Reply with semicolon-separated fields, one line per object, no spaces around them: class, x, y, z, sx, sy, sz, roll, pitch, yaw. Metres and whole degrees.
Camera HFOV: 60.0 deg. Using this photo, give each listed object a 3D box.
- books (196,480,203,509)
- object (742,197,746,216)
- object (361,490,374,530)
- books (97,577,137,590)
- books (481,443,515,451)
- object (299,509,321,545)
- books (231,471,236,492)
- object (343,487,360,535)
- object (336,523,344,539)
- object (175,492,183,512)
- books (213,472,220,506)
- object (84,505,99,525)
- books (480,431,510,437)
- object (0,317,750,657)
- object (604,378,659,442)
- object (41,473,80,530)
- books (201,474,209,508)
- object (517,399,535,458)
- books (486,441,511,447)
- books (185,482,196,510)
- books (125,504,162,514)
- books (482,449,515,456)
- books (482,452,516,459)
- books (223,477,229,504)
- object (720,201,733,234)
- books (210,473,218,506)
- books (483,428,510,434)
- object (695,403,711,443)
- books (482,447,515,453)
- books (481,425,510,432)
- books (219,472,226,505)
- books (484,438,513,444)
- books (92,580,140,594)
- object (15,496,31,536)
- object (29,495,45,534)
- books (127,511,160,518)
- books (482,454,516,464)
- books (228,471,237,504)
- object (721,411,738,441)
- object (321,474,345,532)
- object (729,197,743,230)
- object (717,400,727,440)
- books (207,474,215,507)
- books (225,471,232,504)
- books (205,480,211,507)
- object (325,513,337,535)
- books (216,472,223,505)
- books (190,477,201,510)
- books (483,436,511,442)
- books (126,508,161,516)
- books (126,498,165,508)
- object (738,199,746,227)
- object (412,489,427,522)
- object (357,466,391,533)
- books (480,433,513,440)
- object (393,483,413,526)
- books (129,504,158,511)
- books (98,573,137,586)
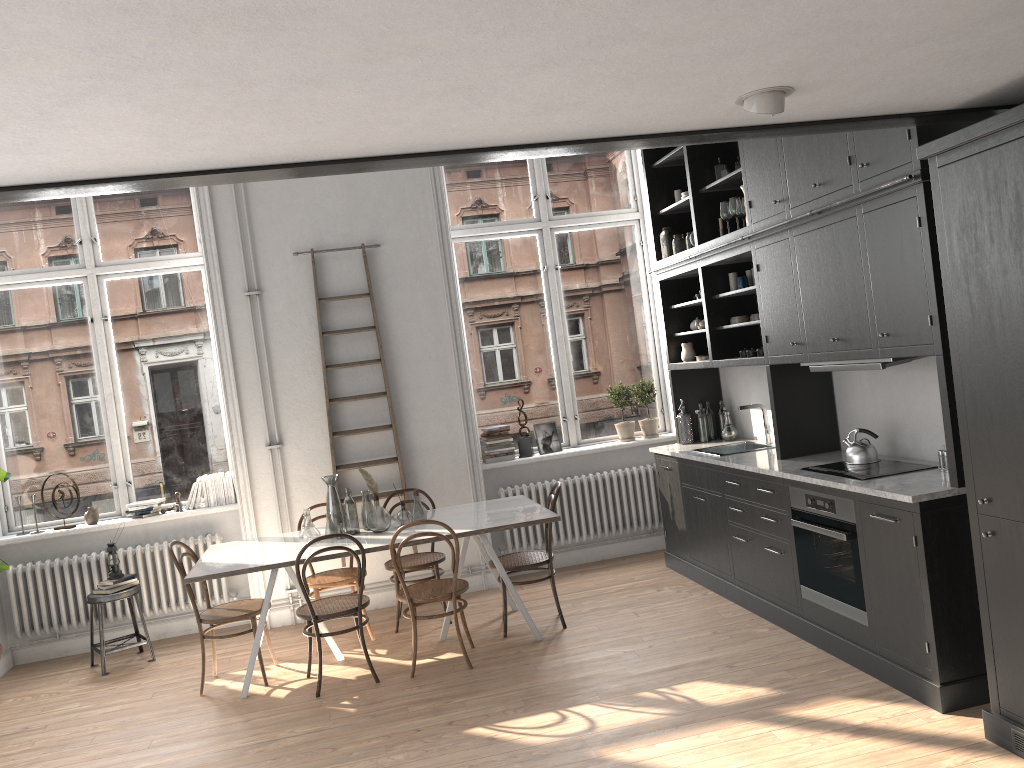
books;-2.437;0.862;6.925;0.072;0.203;0.155;-8;2;-11
object;1.524;-1.089;5.701;0.083;0.221;0.083;-8;2;-12
object;-0.948;0.829;5.830;0.098;0.255;0.100;-9;2;-35
books;-2.793;1.409;6.281;0.232;0.029;0.163;-9;2;-41
books;-0.117;0.522;7.385;0.245;0.028;0.193;-8;1;-16
object;-1.276;0.896;5.559;0.132;0.219;0.132;-8;2;-22
books;-2.165;0.805;6.979;0.040;0.244;0.174;-8;2;-11
object;-1.046;0.820;5.736;0.086;0.301;0.086;-8;2;-26
object;-1.090;0.933;5.630;0.058;0.094;0.058;-7;2;17
object;-2.568;0.907;6.831;0.048;0.153;0.088;-9;2;-41
books;-2.309;0.824;6.967;0.019;0.244;0.174;-8;2;-11
object;-3.197;0.996;6.741;0.100;0.142;0.102;-9;2;-37
books;-0.139;0.412;7.376;0.231;0.023;0.162;-7;1;4
object;-1.165;0.838;6.105;5.826;1.843;0.792;-8;2;-6
object;1.047;0.219;7.624;0.500;0.524;0.234;-8;2;-22
object;-3.403;0.882;6.702;0.347;0.425;0.087;-7;2;21
books;-2.397;0.836;6.954;0.024;0.243;0.175;-8;2;-11
object;0.094;0.366;7.428;0.122;0.488;0.102;-7;2;13
books;-0.114;0.497;7.381;0.205;0.022;0.155;-7;1;3
books;-2.499;0.873;6.916;0.105;0.194;0.155;-8;2;-12
books;-2.835;0.963;6.828;0.221;0.023;0.147;-7;1;5
books;-0.117;0.563;7.368;0.249;0.023;0.175;-8;1;-11
books;-0.114;0.586;7.369;0.249;0.023;0.175;-8;1;-16
books;-2.240;0.834;6.965;0.020;0.205;0.155;-8;2;-11
object;1.404;-1.075;5.778;0.083;0.221;0.083;-7;2;20
books;-2.324;0.827;6.946;0.019;0.244;0.174;-8;2;-11
books;-0.129;0.389;7.378;0.205;0.020;0.155;-8;1;-11
object;1.464;0.297;6.816;0.086;0.301;0.086;-8;2;-26
books;-0.113;0.543;7.385;0.255;0.014;0.192;-8;1;-8
books;-0.139;0.368;7.386;0.200;0.024;0.159;-8;1;-21
books;-2.264;0.818;6.959;0.019;0.244;0.174;-8;2;-11
books;-0.115;0.473;7.387;0.222;0.024;0.158;-8;1;-11
books;-2.801;1.436;6.276;0.194;0.034;0.246;-7;1;29
object;-3.700;0.991;6.680;0.095;0.289;0.095;-7;2;20
object;-3.575;0.975;6.647;0.095;0.289;0.095;-7;2;11
books;-2.838;1.008;6.833;0.221;0.023;0.147;-7;2;37
books;-0.112;0.618;7.371;0.248;0.043;0.192;-8;1;-11
books;-2.196;0.809;6.975;0.024;0.243;0.175;-8;2;-11
object;1.635;0.316;6.694;0.132;0.219;0.120;-8;2;-11
object;-1.169;0.794;5.825;0.116;0.383;0.116;-7;2;0
object;1.432;-1.076;5.649;0.083;0.221;0.083;-6;2;35
object;1.625;0.275;6.820;0.086;0.301;0.086;-6;2;34
books;-2.344;0.830;6.933;0.024;0.243;0.175;-8;2;-11
books;-2.224;0.813;6.989;0.024;0.243;0.175;-8;2;-11
books;-2.365;0.851;6.940;0.020;0.205;0.155;-8;2;-11
object;-1.172;0.910;5.710;0.083;0.158;0.083;-8;2;-16
books;-2.289;0.822;6.976;0.024;0.243;0.175;-8;2;-11
books;-2.463;0.849;6.918;0.100;0.235;0.174;-8;2;-11
books;-0.120;0.452;7.380;0.205;0.022;0.155;-8;1;-16
books;-2.835;0.985;6.830;0.205;0.022;0.155;-7;1;9
books;-2.822;0.915;6.839;0.243;0.019;0.174;-8;1;-1
object;1.507;-1.089;5.782;0.083;0.221;0.083;-8;2;-19
object;-0.626;0.807;5.889;0.101;0.212;0.101;-7;2;28
object;-0.872;0.726;5.681;0.157;0.446;0.157;-7;2;7
books;-0.128;0.432;7.379;0.243;0.019;0.174;-8;1;-11
object;-0.713;0.785;5.794;0.106;0.283;0.107;-8;2;-16
books;-2.833;0.942;6.816;0.205;0.020;0.155;-8;1;-21
books;-2.795;1.386;6.281;0.147;0.027;0.221;-7;1;21
